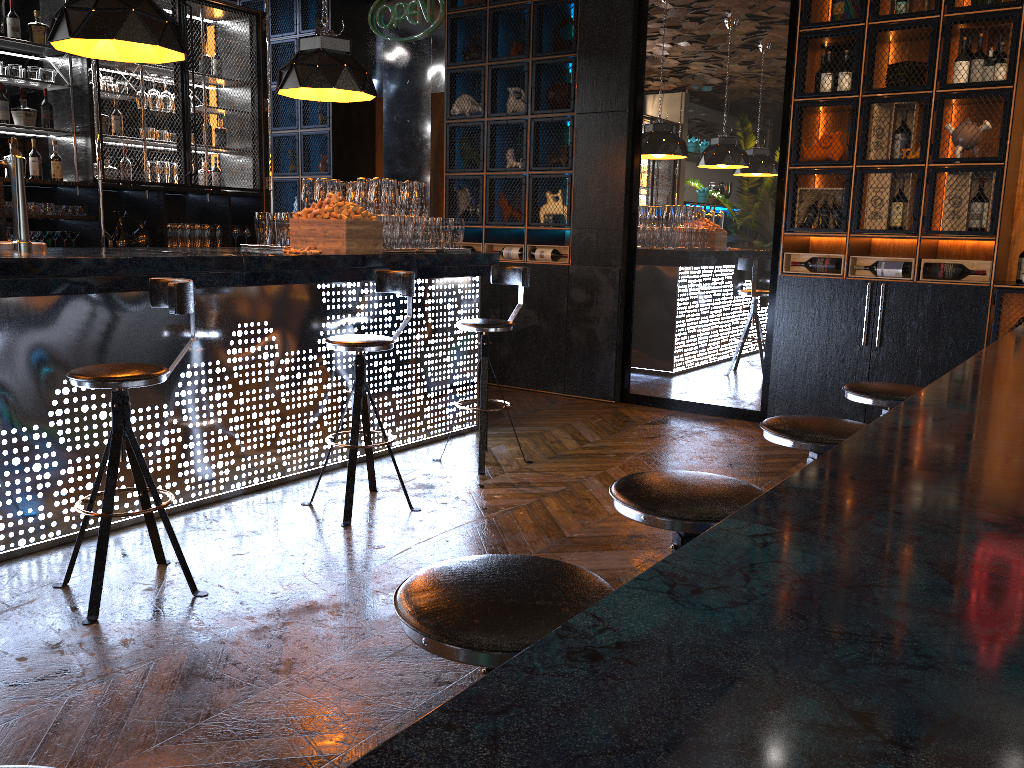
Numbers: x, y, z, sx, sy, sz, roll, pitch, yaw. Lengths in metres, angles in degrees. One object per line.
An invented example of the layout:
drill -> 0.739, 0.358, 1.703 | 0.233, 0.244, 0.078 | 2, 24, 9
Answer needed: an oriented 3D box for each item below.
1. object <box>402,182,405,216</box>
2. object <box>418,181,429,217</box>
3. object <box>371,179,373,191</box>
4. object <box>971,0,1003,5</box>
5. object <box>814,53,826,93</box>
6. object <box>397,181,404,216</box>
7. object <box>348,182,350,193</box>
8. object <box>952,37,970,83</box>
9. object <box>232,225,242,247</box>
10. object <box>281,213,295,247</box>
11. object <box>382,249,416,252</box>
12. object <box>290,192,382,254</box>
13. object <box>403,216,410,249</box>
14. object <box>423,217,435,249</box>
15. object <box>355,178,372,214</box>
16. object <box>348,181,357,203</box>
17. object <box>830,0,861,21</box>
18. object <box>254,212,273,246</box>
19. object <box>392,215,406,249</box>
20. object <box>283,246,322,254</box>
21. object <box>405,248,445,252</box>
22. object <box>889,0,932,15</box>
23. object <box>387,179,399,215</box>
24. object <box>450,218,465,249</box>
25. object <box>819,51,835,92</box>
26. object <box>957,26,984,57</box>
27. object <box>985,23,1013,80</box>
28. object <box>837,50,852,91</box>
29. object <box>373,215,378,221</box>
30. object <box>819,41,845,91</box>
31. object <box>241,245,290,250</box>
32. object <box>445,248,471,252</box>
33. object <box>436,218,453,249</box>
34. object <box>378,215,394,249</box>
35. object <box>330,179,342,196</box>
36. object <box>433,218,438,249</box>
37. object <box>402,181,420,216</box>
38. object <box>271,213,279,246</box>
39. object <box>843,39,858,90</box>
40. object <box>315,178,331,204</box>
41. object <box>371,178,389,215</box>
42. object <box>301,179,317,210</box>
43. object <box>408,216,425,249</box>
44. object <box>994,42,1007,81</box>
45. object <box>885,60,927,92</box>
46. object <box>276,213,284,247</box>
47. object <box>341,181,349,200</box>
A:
object -> -0.649, -1.146, 5.503 | 0.105, 0.209, 0.105 | -4, 11, -30
object -> -0.559, -1.131, 5.427 | 0.105, 0.209, 0.105 | -4, 11, -30
object -> -0.804, -1.110, 5.269 | 0.105, 0.209, 0.105 | -4, 11, -30
object -> 2.803, -2.350, 5.274 | 0.229, 0.294, 0.165 | 2, 10, 4
object -> 2.077, -2.054, 5.943 | 0.086, 0.313, 0.086 | -2, 10, -17
object -> -0.708, -1.131, 5.409 | 0.105, 0.209, 0.105 | -4, 11, -30
object -> -1.022, -1.197, 5.745 | 0.105, 0.209, 0.105 | -4, 11, -30
object -> 2.733, -1.942, 5.387 | 0.086, 0.313, 0.086 | -1, 10, -12
object -> -2.381, -1.251, 7.639 | 0.101, 0.227, 0.101 | 4, 10, 12
object -> -1.284, -0.885, 5.138 | 0.105, 0.209, 0.105 | 3, 10, 10
object -> -0.811, -0.796, 5.247 | 0.437, 0.019, 0.273 | 8, 12, 34
object -> -0.970, -0.905, 4.963 | 0.464, 0.332, 0.340 | 9, 12, 37
object -> -0.662, -0.919, 5.411 | 0.105, 0.209, 0.105 | -4, 11, -30
object -> -0.522, -0.919, 5.434 | 0.105, 0.209, 0.105 | -4, 11, -30
object -> -0.863, -1.095, 5.175 | 0.105, 0.209, 0.105 | -4, 11, -30
object -> -0.981, -1.170, 5.593 | 0.105, 0.209, 0.105 | -4, 11, -30
object -> 2.206, -2.499, 5.795 | 0.222, 0.390, 0.224 | 5, 10, 19
object -> -1.473, -0.912, 5.264 | 0.105, 0.209, 0.105 | -4, 11, -30
object -> -0.677, -0.883, 5.200 | 0.105, 0.209, 0.105 | -4, 11, -30
object -> -1.096, -0.700, 4.651 | 0.198, 0.045, 0.377 | -2, 10, -17
object -> -0.656, -0.832, 5.481 | 0.437, 0.019, 0.273 | 8, 12, 34
object -> 2.494, -2.429, 5.541 | 0.222, 0.352, 0.119 | 8, 12, 34
object -> -0.714, -1.094, 5.194 | 0.105, 0.209, 0.105 | -4, 11, -30
object -> -0.357, -0.957, 5.690 | 0.105, 0.209, 0.105 | 3, 10, 10
object -> 2.080, -2.032, 5.849 | 0.088, 0.306, 0.088 | 11, 13, 42
object -> 2.836, -1.998, 5.509 | 0.132, 0.390, 0.122 | 7, 11, 28
object -> 2.977, -1.979, 5.418 | 0.132, 0.390, 0.122 | 11, 13, 43
object -> 2.177, -2.021, 5.799 | 0.088, 0.306, 0.088 | 11, 13, 42
object -> -0.817, -0.882, 5.178 | 0.105, 0.209, 0.105 | -4, 11, -30
object -> 2.172, -2.105, 6.023 | 0.144, 0.392, 0.116 | 10, 13, 39
object -> -1.360, -0.809, 5.244 | 0.437, 0.019, 0.273 | 8, 12, 34
object -> -0.505, -0.869, 5.715 | 0.437, 0.019, 0.273 | 8, 12, 34
object -> -0.429, -0.945, 5.610 | 0.105, 0.209, 0.105 | 3, 10, 10
object -> -0.730, -0.867, 5.103 | 0.105, 0.209, 0.105 | -4, 11, -30
object -> -1.088, -1.145, 5.435 | 0.105, 0.209, 0.105 | -4, 11, -30
object -> -0.484, -0.965, 5.719 | 0.105, 0.209, 0.105 | -4, 11, -30
object -> -0.608, -1.119, 5.351 | 0.105, 0.209, 0.105 | -4, 11, -30
object -> -1.413, -0.927, 5.361 | 0.105, 0.209, 0.105 | -4, 11, -30
object -> 2.289, -2.083, 5.911 | 0.144, 0.392, 0.116 | 7, 11, 29
object -> -1.136, -1.134, 5.359 | 0.105, 0.209, 0.105 | -4, 11, -30
object -> -0.763, -1.082, 5.117 | 0.105, 0.209, 0.105 | -4, 11, -30
object -> -1.237, -1.146, 5.417 | 0.105, 0.209, 0.105 | -4, 11, -30
object -> -0.575, -0.904, 5.337 | 0.105, 0.209, 0.105 | -4, 11, -30
object -> 2.926, -1.906, 5.323 | 0.080, 0.277, 0.080 | 11, 13, 42
object -> 2.492, -1.929, 5.610 | 0.182, 0.187, 0.187 | -2, 10, -20
object -> -1.339, -0.905, 5.247 | 0.105, 0.209, 0.105 | -4, 11, -30
object -> -1.082, -1.183, 5.651 | 0.105, 0.209, 0.105 | -4, 11, -30
